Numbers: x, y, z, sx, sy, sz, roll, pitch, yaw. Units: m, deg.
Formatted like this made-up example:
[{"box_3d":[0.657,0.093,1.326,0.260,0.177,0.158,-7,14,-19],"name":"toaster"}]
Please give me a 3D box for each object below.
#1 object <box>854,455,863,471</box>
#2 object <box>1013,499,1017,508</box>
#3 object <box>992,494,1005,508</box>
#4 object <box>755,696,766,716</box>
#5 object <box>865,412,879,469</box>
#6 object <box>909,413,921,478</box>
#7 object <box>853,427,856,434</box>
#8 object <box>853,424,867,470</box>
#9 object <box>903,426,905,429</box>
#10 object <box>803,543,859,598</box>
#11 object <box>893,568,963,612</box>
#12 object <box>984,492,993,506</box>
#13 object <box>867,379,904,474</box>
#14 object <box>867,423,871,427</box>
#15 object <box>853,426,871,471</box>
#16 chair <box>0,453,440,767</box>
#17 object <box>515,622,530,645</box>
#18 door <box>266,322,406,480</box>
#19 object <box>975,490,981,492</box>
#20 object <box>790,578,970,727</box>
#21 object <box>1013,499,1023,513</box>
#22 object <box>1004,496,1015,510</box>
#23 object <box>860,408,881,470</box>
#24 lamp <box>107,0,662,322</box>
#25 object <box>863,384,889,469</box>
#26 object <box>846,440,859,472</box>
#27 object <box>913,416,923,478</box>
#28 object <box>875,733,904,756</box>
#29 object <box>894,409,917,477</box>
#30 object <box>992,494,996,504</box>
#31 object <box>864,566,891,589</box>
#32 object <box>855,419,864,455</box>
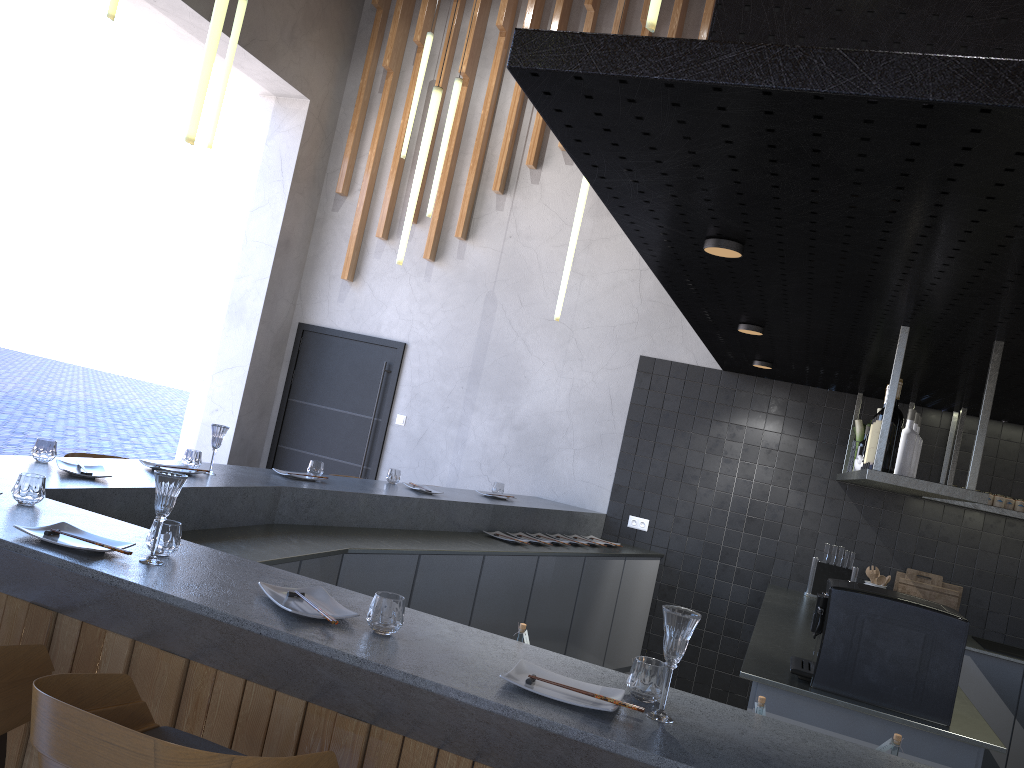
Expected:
[{"box_3d":[1.944,0.450,4.820,0.159,0.110,0.172,11,-2,24],"name":"object"},{"box_3d":[3.192,0.767,5.603,0.062,0.078,0.062,12,-2,14],"name":"object"},{"box_3d":[3.028,0.728,5.513,0.062,0.078,0.062,12,-2,14],"name":"object"},{"box_3d":[0.572,0.840,2.097,0.038,0.203,0.057,10,-3,44],"name":"object"},{"box_3d":[1.523,0.177,3.609,0.101,0.378,0.100,12,-2,13],"name":"object"},{"box_3d":[1.762,0.277,3.926,0.072,0.305,0.073,13,-2,-29],"name":"object"},{"box_3d":[2.337,0.457,5.849,0.220,0.330,0.054,11,-3,32],"name":"object"},{"box_3d":[2.271,0.431,5.798,0.055,0.345,0.118,11,-3,34],"name":"object"},{"box_3d":[2.334,0.426,5.336,0.057,0.347,0.093,12,-2,16],"name":"object"},{"box_3d":[2.139,1.261,5.904,0.322,0.371,0.067,11,-2,19],"name":"object"},{"box_3d":[2.703,1.400,5.783,0.400,0.330,0.098,11,-2,19],"name":"object"},{"box_3d":[2.966,0.716,5.535,0.062,0.078,0.062,12,-2,14],"name":"object"},{"box_3d":[1.482,0.164,3.486,0.101,0.378,0.100,12,-2,12],"name":"object"},{"box_3d":[2.203,0.412,5.428,0.220,0.330,0.054,14,-3,-39],"name":"object"},{"box_3d":[2.095,0.402,5.282,0.073,0.305,0.072,12,-2,16],"name":"object"},{"box_3d":[-1.343,1.001,3.754,2.787,1.047,5.395,12,-2,-4],"name":"chair"},{"box_3d":[0.017,0.729,2.323,0.076,0.203,0.042,14,-3,-38],"name":"object"},{"box_3d":[-1.542,0.579,7.332,1.012,2.056,0.137,11,-2,19],"name":"door"},{"box_3d":[2.904,0.703,5.557,0.062,0.078,0.062,12,-2,14],"name":"object"},{"box_3d":[1.384,0.990,3.386,0.562,0.400,0.322,11,-2,19],"name":"object"},{"box_3d":[3.170,0.760,5.535,0.062,0.078,0.062,12,-2,14],"name":"object"},{"box_3d":[3.110,0.748,5.556,0.062,0.078,0.062,12,-2,14],"name":"object"},{"box_3d":[1.664,0.262,4.070,0.072,0.305,0.073,13,-2,-27],"name":"object"},{"box_3d":[2.280,-5.023,1.807,8.975,10.231,8.774,12,-2,17],"name":"lamp"},{"box_3d":[1.562,0.190,3.729,0.101,0.378,0.100,12,-2,12],"name":"object"},{"box_3d":[2.330,0.508,5.753,0.248,0.231,0.234,11,-2,29],"name":"object"},{"box_3d":[1.827,0.295,4.045,0.072,0.305,0.073,14,-3,-39],"name":"object"},{"box_3d":[0.840,0.895,2.011,0.096,0.203,0.048,13,-2,-26],"name":"object"},{"box_3d":[1.693,0.257,3.810,0.073,0.305,0.072,12,-2,6],"name":"object"},{"box_3d":[3.049,0.735,5.578,0.062,0.078,0.062,12,-2,14],"name":"object"},{"box_3d":[2.377,1.343,5.803,0.158,0.303,0.175,11,-2,22],"name":"object"},{"box_3d":[2.233,0.411,5.725,0.105,0.365,0.047,11,-3,37],"name":"object"}]
